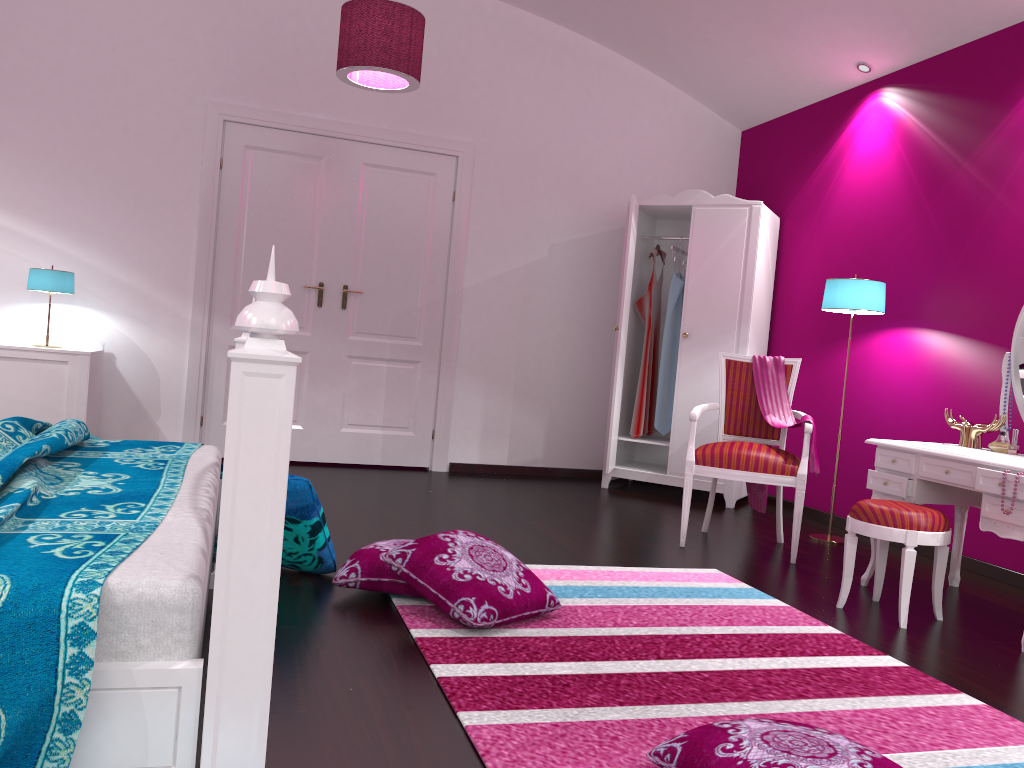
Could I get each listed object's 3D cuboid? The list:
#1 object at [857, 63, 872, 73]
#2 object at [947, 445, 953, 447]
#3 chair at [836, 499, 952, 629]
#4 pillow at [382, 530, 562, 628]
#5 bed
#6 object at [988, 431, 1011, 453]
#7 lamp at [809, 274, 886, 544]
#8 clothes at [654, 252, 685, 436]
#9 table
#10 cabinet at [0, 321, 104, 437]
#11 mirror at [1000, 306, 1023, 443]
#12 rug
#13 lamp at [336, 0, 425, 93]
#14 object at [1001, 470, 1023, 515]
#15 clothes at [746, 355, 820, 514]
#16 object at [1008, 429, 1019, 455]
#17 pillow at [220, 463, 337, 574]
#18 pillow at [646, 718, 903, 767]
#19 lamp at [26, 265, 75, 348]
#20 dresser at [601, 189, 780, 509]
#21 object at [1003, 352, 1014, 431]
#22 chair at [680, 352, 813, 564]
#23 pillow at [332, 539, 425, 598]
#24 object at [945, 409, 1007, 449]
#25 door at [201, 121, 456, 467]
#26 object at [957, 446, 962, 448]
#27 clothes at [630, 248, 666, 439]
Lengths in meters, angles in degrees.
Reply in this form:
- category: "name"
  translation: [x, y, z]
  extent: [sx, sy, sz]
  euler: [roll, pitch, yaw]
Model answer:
- category: "object"
  translation: [1.943, -1.750, 4.882]
  extent: [0.085, 0.058, 0.080]
  euler: [4, 2, -17]
- category: "object"
  translation: [1.738, 0.244, 3.518]
  extent: [0.022, 0.005, 0.020]
  euler: [6, 2, 24]
- category: "chair"
  translation: [1.361, 0.623, 3.152]
  extent: [0.337, 0.390, 0.337]
  euler: [4, 2, -20]
- category: "pillow"
  translation: [-0.115, 0.581, 2.701]
  extent: [0.391, 0.224, 0.425]
  euler: [7, 3, 41]
- category: "bed"
  translation: [-1.626, 0.033, 1.656]
  extent: [2.317, 1.143, 2.167]
  euler: [4, 2, -17]
- category: "object"
  translation: [1.880, 0.223, 3.404]
  extent: [0.045, 0.081, 0.098]
  euler: [3, 3, -40]
- category: "lamp"
  translation: [1.676, 0.121, 4.490]
  extent: [0.303, 1.352, 0.303]
  euler: [6, 2, 28]
- category: "clothes"
  translation: [1.051, -0.266, 5.701]
  extent: [0.180, 1.199, 0.191]
  euler: [5, 2, 6]
- category: "table"
  translation: [1.749, 0.555, 3.246]
  extent: [0.526, 0.592, 0.856]
  euler: [4, 2, -17]
- category: "cabinet"
  translation: [-2.827, 0.025, 4.678]
  extent: [1.142, 0.734, 0.506]
  euler: [4, 2, -17]
- category: "mirror"
  translation: [2.048, 0.022, 3.304]
  extent: [0.138, 0.829, 0.544]
  euler: [4, 2, -17]
- category: "rug"
  translation: [0.471, 0.762, 2.393]
  extent: [1.400, 0.018, 2.100]
  euler: [4, 2, -17]
- category: "lamp"
  translation: [-0.262, -1.875, 3.042]
  extent: [0.377, 1.129, 2.377]
  euler: [4, 2, -17]
- category: "object"
  translation: [1.613, 0.352, 2.866]
  extent: [0.032, 0.143, 0.063]
  euler: [4, 2, -17]
- category: "clothes"
  translation: [1.268, 0.256, 4.145]
  extent: [0.162, 0.777, 0.601]
  euler: [5, 2, -13]
- category: "object"
  translation: [1.891, 0.218, 3.338]
  extent: [0.030, 0.096, 0.030]
  euler: [7, 3, 44]
- category: "pillow"
  translation: [-0.799, 0.456, 2.985]
  extent: [0.402, 0.357, 0.264]
  euler: [6, 2, 23]
- category: "pillow"
  translation: [0.536, 0.732, 1.676]
  extent: [0.401, 0.107, 0.419]
  euler: [4, 2, -32]
- category: "lamp"
  translation: [-2.472, -0.415, 4.742]
  extent: [0.229, 0.438, 0.229]
  euler: [6, 2, 28]
- category: "dresser"
  translation: [1.065, -0.241, 5.507]
  extent: [0.842, 1.893, 0.875]
  euler: [6, 2, 28]
- category: "object"
  translation: [1.980, 0.028, 3.522]
  extent: [0.044, 0.320, 0.022]
  euler: [4, 2, -17]
- category: "chair"
  translation: [1.103, 0.309, 4.129]
  extent: [0.528, 0.901, 0.511]
  euler: [6, 2, 18]
- category: "pillow"
  translation: [-0.326, 0.599, 2.922]
  extent: [0.429, 0.142, 0.400]
  euler: [5, 2, 7]
- category: "object"
  translation: [1.852, 0.183, 3.561]
  extent: [0.085, 0.145, 0.248]
  euler: [4, 2, -30]
- category: "door"
  translation: [-1.112, -0.508, 5.488]
  extent: [1.405, 2.001, 0.098]
  euler: [4, 2, -17]
- category: "object"
  translation: [1.757, 0.247, 3.482]
  extent: [0.020, 0.005, 0.021]
  euler: [5, 2, -3]
- category: "clothes"
  translation: [0.867, -0.272, 5.770]
  extent: [0.173, 1.237, 0.315]
  euler: [6, 2, 30]
